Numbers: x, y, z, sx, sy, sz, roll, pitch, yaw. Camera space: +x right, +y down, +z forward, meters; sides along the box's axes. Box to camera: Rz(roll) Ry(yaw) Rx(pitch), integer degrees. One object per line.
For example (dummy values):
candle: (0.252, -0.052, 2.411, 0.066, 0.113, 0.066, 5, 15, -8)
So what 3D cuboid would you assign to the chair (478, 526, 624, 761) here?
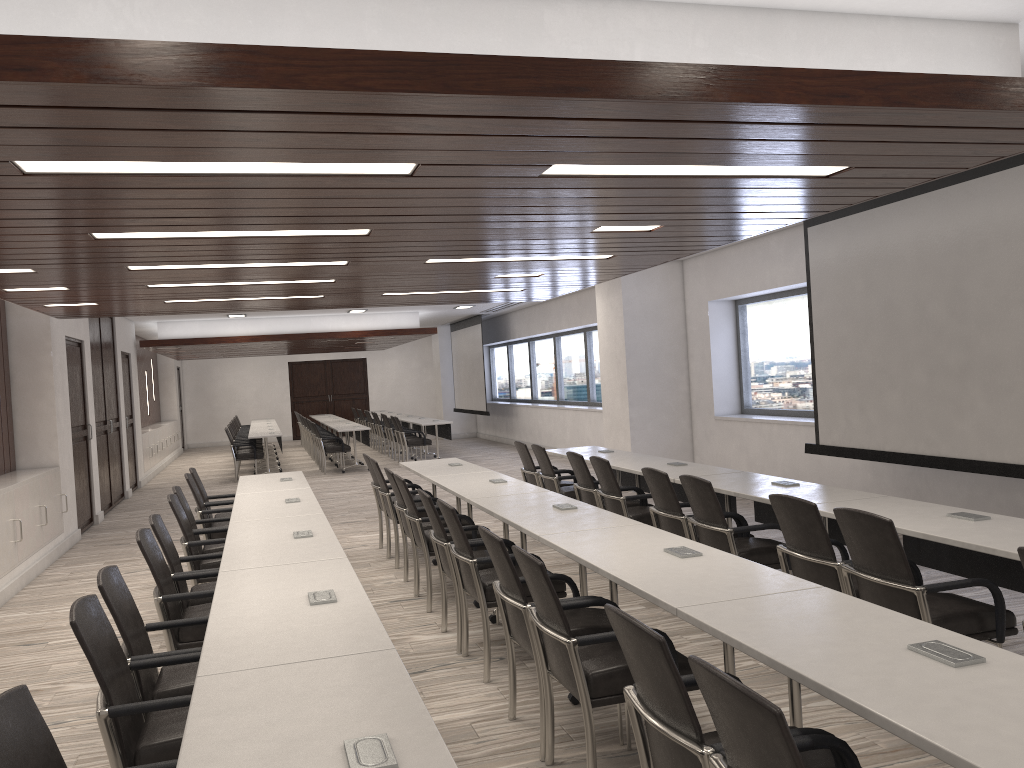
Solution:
chair: (0.207, 1.072, 3.923, 0.638, 0.939, 0.513, -4, 1, -16)

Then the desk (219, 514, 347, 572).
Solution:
desk: (-1.235, 1.220, 4.823, 0.577, 0.795, 1.509, -4, 1, -16)

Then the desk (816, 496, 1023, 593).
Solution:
desk: (2.078, 1.028, 4.187, 0.577, 0.795, 1.509, -4, 1, -16)

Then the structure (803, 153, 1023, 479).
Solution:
structure: (3.102, -0.543, 6.354, 0.438, 2.329, 3.550, -4, 1, -16)

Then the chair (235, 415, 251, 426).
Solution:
chair: (-6.953, 1.272, 23.463, 0.638, 0.939, 0.513, -4, 1, -15)

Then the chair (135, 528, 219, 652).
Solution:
chair: (-1.518, 1.170, 4.466, 0.638, 0.939, 0.513, -4, 1, -15)

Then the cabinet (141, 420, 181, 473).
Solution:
cabinet: (-7.899, 1.295, 19.663, 0.476, 0.698, 7.540, -4, 1, -16)

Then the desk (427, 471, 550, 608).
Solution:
desk: (-0.197, 1.135, 6.707, 0.577, 0.795, 1.509, -4, 1, -16)

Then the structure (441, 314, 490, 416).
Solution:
structure: (-1.054, -0.465, 20.897, 0.438, 2.329, 3.550, -4, 1, -16)

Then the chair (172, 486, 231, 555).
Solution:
chair: (-2.093, 1.181, 6.430, 0.638, 0.939, 0.513, -4, 1, -17)

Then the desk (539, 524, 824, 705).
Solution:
desk: (0.641, 1.120, 3.776, 0.577, 0.795, 1.509, -4, 1, -16)

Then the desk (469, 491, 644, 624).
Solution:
desk: (0.223, 1.127, 5.240, 0.577, 0.795, 1.509, -4, 1, -16)

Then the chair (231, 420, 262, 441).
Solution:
chair: (-5.982, 1.254, 20.031, 0.638, 0.939, 0.513, -4, 1, -16)

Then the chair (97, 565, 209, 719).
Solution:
chair: (-1.260, 1.165, 3.514, 0.638, 0.939, 0.513, -4, 1, -16)

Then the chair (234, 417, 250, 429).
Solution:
chair: (-6.541, 1.264, 22.002, 0.638, 0.939, 0.513, -4, 1, -15)

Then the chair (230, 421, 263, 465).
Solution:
chair: (-5.696, 1.248, 19.064, 0.638, 0.939, 0.513, -4, 1, -16)

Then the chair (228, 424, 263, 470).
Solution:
chair: (-5.282, 1.240, 17.625, 0.638, 0.939, 0.513, -4, 1, -15)

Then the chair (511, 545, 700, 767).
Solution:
chair: (0.358, 1.069, 3.426, 0.638, 0.939, 0.513, -4, 1, -16)

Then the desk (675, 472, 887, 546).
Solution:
desk: (1.659, 1.036, 5.651, 0.577, 0.795, 1.509, -4, 1, -16)

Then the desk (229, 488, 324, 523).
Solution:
desk: (-1.654, 1.228, 6.290, 0.577, 0.795, 1.509, -4, 1, -16)

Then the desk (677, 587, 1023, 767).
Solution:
desk: (1.057, 1.112, 2.321, 0.577, 0.795, 1.509, -4, 1, -16)

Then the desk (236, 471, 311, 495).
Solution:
desk: (-2.073, 1.236, 7.754, 0.577, 0.795, 1.509, -4, 1, -16)

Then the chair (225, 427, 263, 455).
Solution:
chair: (-4.863, 1.233, 16.147, 0.638, 0.939, 0.513, -4, 1, -16)

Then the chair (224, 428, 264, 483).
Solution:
chair: (-4.711, 1.229, 15.647, 0.638, 0.939, 0.513, -4, 1, -15)

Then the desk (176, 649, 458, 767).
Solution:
desk: (-0.401, 1.205, 1.904, 0.577, 0.795, 1.509, -4, 1, -16)

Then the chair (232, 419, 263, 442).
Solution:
chair: (-6.111, 1.256, 20.540, 0.638, 0.939, 0.513, -4, 1, -17)

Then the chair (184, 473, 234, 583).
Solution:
chair: (-2.363, 1.186, 7.395, 0.638, 0.939, 0.513, -4, 1, -17)

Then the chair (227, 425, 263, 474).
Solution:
chair: (-5.136, 1.238, 17.112, 0.638, 0.939, 0.513, -4, 1, -16)

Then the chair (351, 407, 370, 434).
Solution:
chair: (-4.059, 1.088, 24.290, 0.638, 0.939, 0.513, -4, 1, -16)

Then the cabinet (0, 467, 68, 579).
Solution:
cabinet: (-3.933, 1.220, 5.785, 0.476, 0.698, 7.540, -4, 1, -16)

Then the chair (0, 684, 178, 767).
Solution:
chair: (-0.831, 1.157, 2.061, 0.638, 0.939, 0.513, -4, 1, -16)

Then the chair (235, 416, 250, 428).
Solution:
chair: (-6.806, 1.269, 22.960, 0.638, 0.939, 0.513, -4, 1, -16)

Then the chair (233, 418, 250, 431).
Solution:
chair: (-6.396, 1.262, 21.496, 0.638, 0.939, 0.513, -4, 1, -17)

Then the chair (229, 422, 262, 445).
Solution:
chair: (-5.560, 1.246, 18.563, 0.638, 0.939, 0.513, -4, 1, -15)

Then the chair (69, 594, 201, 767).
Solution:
chair: (-1.106, 1.162, 3.002, 0.638, 0.939, 0.513, -4, 1, -16)

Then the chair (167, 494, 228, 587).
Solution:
chair: (-1.936, 1.177, 5.934, 0.638, 0.939, 0.513, -4, 1, -16)

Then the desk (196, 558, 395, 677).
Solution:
desk: (-0.817, 1.212, 3.359, 0.577, 0.795, 1.509, -4, 1, -16)

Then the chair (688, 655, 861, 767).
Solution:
chair: (0.770, 1.061, 1.976, 0.638, 0.939, 0.513, -4, 1, -16)

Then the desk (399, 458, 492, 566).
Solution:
desk: (-0.615, 1.143, 8.171, 0.577, 0.795, 1.509, -4, 1, -16)

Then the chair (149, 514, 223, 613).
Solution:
chair: (-1.664, 1.172, 4.977, 0.638, 0.939, 0.513, -4, 1, -17)

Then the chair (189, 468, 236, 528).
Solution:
chair: (-2.509, 1.189, 7.904, 0.638, 0.939, 0.513, -4, 1, -16)

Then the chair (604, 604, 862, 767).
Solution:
chair: (0.627, 1.064, 2.472, 0.638, 0.939, 0.513, -4, 1, -16)
